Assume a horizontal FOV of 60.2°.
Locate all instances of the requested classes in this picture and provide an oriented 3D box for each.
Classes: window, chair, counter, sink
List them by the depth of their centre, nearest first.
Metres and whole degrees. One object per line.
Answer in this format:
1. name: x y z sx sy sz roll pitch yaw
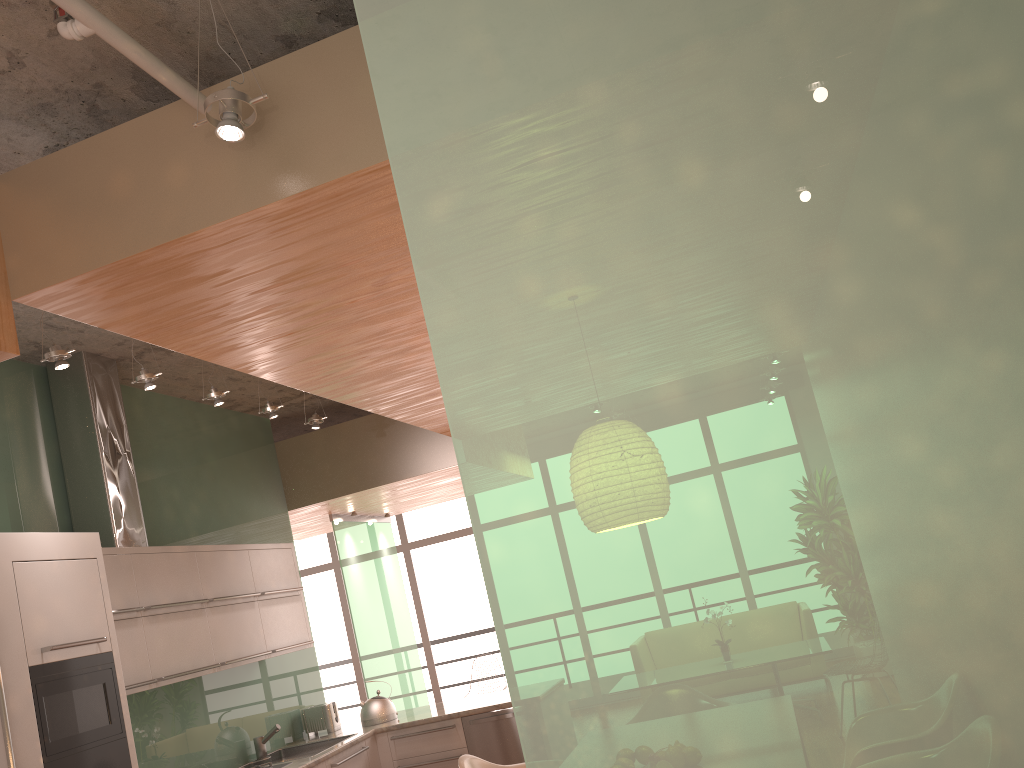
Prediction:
1. chair: 0.142 2.184 4.282 0.646 0.850 0.691 -15 -10 8
2. counter: -0.464 1.382 5.150 3.241 1.330 3.091 -16 -12 13
3. sink: -1.412 2.391 5.752 0.621 0.377 0.647 -16 -12 13
4. chair: -0.311 3.735 10.619 0.547 0.889 0.564 -15 -9 13
5. window: -0.261 2.594 11.173 8.628 3.239 0.062 -16 -8 14

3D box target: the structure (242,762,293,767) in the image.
1. structure: -1.634 2.270 5.049 0.493 0.038 0.682 -16 -13 13

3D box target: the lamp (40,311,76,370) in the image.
1. lamp: -1.954 -0.289 3.744 0.152 0.464 0.105 -11 -8 -19

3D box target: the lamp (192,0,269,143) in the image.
1. lamp: -0.778 -0.877 2.344 0.197 0.476 0.136 -10 -9 -19

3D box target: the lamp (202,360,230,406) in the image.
1. lamp: -1.653 -0.107 4.833 0.152 0.464 0.105 -11 -8 -19

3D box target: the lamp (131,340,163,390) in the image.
1. lamp: -1.804 -0.199 4.287 0.152 0.464 0.105 -11 -8 -19

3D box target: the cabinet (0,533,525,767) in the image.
1. cabinet: -1.144 1.842 4.685 1.928 2.244 4.277 -15 -12 13

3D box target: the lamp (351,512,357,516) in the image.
1. lamp: -1.503 0.991 8.163 0.102 0.464 0.156 -11 -8 -14

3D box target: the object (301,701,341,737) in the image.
1. object: -1.393 2.462 6.487 0.239 0.199 0.154 -16 -10 14

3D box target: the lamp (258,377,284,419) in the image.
1. lamp: -1.503 -0.016 5.379 0.152 0.464 0.105 -11 -8 -19

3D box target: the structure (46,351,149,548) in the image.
1. structure: -2.308 0.404 4.915 0.257 1.118 0.264 -15 -8 13

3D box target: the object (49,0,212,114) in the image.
1. object: -1.519 -1.173 0.389 0.136 0.110 4.517 -16 -13 12

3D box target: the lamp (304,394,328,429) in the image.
1. lamp: -1.352 0.075 5.925 0.152 0.464 0.105 -11 -8 -19

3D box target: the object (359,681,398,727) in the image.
1. object: -0.985 2.290 6.375 0.266 0.301 0.262 -19 -11 29

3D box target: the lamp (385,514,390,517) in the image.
1. lamp: -1.301 1.113 8.894 0.102 0.464 0.156 -11 -8 -14
